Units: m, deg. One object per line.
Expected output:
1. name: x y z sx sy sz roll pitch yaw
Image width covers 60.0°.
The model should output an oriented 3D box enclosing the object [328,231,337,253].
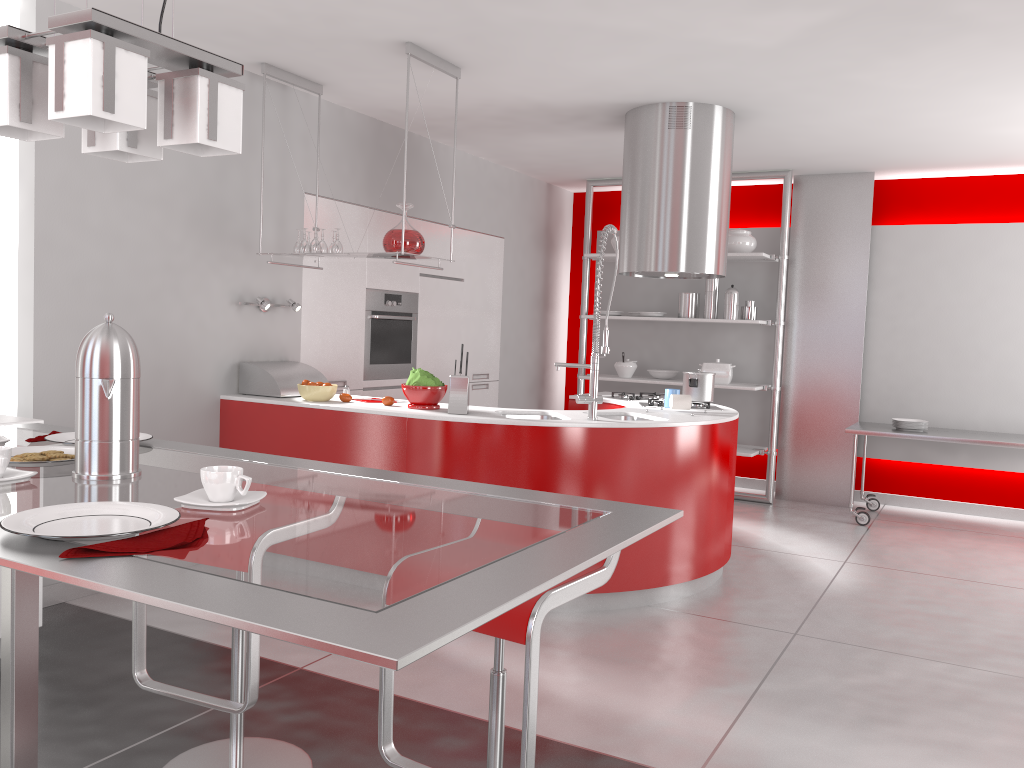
1. object: -0.946 -0.741 4.711 0.060 0.141 0.060 4 4 28

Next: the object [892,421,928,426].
1. object: 2.854 0.290 6.363 0.228 0.020 0.228 3 4 10

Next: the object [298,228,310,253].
1. object: -1.085 -0.742 4.641 0.060 0.141 0.060 3 4 5

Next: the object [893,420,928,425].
1. object: 2.854 0.279 6.363 0.228 0.020 0.228 3 4 10

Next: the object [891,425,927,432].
1. object: 2.852 0.320 6.365 0.228 0.020 0.228 3 4 10

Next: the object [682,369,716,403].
1. object: 1.076 0.008 5.115 0.189 0.185 0.218 2 4 -9

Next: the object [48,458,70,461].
1. object: -0.854 0.144 1.675 0.036 0.006 0.034 -1 5 -40

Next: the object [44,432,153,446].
1. object: -0.905 0.123 1.948 0.217 0.015 0.217 1 4 -25

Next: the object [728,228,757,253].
1. object: 1.801 -1.128 7.060 0.287 0.222 0.287 1 4 -17

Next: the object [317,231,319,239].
1. object: -1.043 -0.746 4.736 0.060 0.141 0.060 4 4 28

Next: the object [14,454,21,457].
1. object: -0.933 0.139 1.706 0.036 0.006 0.034 3 4 12

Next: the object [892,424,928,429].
1. object: 2.853 0.310 6.365 0.228 0.020 0.228 3 4 10

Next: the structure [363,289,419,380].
1. structure: -0.797 -0.329 5.982 0.050 0.589 0.599 4 4 28

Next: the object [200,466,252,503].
1. object: -0.440 0.155 1.353 0.062 0.049 0.078 -1 4 -39

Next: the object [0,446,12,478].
1. object: -0.861 0.132 1.460 0.062 0.049 0.078 1 4 -22

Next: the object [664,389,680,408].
1. object: 0.868 0.077 4.817 0.080 0.100 0.109 2 3 1

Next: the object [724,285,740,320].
1. object: 1.716 -0.639 6.930 0.115 0.274 0.115 4 4 21

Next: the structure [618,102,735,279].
1. structure: 0.982 -1.126 5.328 0.644 0.958 0.644 2 4 -5

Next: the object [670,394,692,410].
1. object: 0.888 0.094 4.689 0.100 0.080 0.109 2 3 -2

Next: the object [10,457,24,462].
1. object: -0.927 0.141 1.664 0.036 0.006 0.034 3 4 7

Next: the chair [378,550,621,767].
1. chair: -0.022 0.730 2.099 0.418 0.857 0.460 5 4 33

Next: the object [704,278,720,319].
1. object: 1.588 -0.679 7.054 0.109 0.329 0.110 4 4 26

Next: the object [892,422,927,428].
1. object: 2.853 0.300 6.364 0.228 0.020 0.228 3 4 10

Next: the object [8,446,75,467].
1. object: -0.899 0.140 1.686 0.217 0.015 0.217 1 4 -24

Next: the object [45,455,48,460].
1. object: -0.890 0.141 1.693 0.034 0.006 0.036 -1 5 -44

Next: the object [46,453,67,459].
1. object: -0.867 0.136 1.689 0.034 0.006 0.036 0 4 -38

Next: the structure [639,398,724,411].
1. structure: 0.973 0.113 5.130 0.457 0.037 0.303 2 3 3

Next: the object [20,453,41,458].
1. object: -0.913 0.135 1.683 0.034 0.006 0.036 1 4 -25

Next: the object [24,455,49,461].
1. object: -0.886 0.138 1.652 0.034 0.006 0.036 5 5 40

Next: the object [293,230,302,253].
1. object: -1.134 -0.749 4.723 0.060 0.141 0.060 4 4 28

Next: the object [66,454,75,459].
1. object: -0.865 0.141 1.719 0.036 0.006 0.034 4 4 28

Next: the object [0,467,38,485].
1. object: -0.864 0.155 1.469 0.119 0.016 0.119 4 4 26

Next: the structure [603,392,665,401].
1. structure: 0.834 0.076 5.645 0.457 0.037 0.303 0 4 -32

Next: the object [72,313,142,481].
1. object: -0.725 0.017 1.572 0.149 0.287 0.113 5 4 36

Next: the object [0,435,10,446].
1. object: -1.119 0.121 1.851 0.119 0.016 0.119 -1 5 -42

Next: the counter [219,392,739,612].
1. counter: -0.014 0.551 4.852 2.865 0.880 1.868 0 4 -28

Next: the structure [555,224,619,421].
1. structure: 0.381 -0.295 4.179 0.308 0.920 0.178 1 4 -18

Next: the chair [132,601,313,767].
1. chair: -0.754 0.676 2.499 0.418 0.857 0.460 4 4 24

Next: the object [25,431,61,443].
1. object: -1.023 0.116 2.019 0.095 0.012 0.234 4 4 28

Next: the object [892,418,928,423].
1. object: 2.854 0.269 6.362 0.228 0.020 0.228 3 4 10

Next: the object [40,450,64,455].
1. object: -0.894 0.133 1.721 0.034 0.006 0.036 3 4 17

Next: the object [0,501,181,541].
1. object: -0.555 0.184 1.177 0.217 0.015 0.217 0 4 -38

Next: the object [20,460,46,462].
1. object: -0.890 0.144 1.650 0.034 0.006 0.036 5 4 32

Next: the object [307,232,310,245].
1. object: -1.102 -0.753 4.803 0.060 0.141 0.060 4 4 28

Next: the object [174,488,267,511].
1. object: -0.446 0.178 1.361 0.119 0.016 0.119 3 4 8
